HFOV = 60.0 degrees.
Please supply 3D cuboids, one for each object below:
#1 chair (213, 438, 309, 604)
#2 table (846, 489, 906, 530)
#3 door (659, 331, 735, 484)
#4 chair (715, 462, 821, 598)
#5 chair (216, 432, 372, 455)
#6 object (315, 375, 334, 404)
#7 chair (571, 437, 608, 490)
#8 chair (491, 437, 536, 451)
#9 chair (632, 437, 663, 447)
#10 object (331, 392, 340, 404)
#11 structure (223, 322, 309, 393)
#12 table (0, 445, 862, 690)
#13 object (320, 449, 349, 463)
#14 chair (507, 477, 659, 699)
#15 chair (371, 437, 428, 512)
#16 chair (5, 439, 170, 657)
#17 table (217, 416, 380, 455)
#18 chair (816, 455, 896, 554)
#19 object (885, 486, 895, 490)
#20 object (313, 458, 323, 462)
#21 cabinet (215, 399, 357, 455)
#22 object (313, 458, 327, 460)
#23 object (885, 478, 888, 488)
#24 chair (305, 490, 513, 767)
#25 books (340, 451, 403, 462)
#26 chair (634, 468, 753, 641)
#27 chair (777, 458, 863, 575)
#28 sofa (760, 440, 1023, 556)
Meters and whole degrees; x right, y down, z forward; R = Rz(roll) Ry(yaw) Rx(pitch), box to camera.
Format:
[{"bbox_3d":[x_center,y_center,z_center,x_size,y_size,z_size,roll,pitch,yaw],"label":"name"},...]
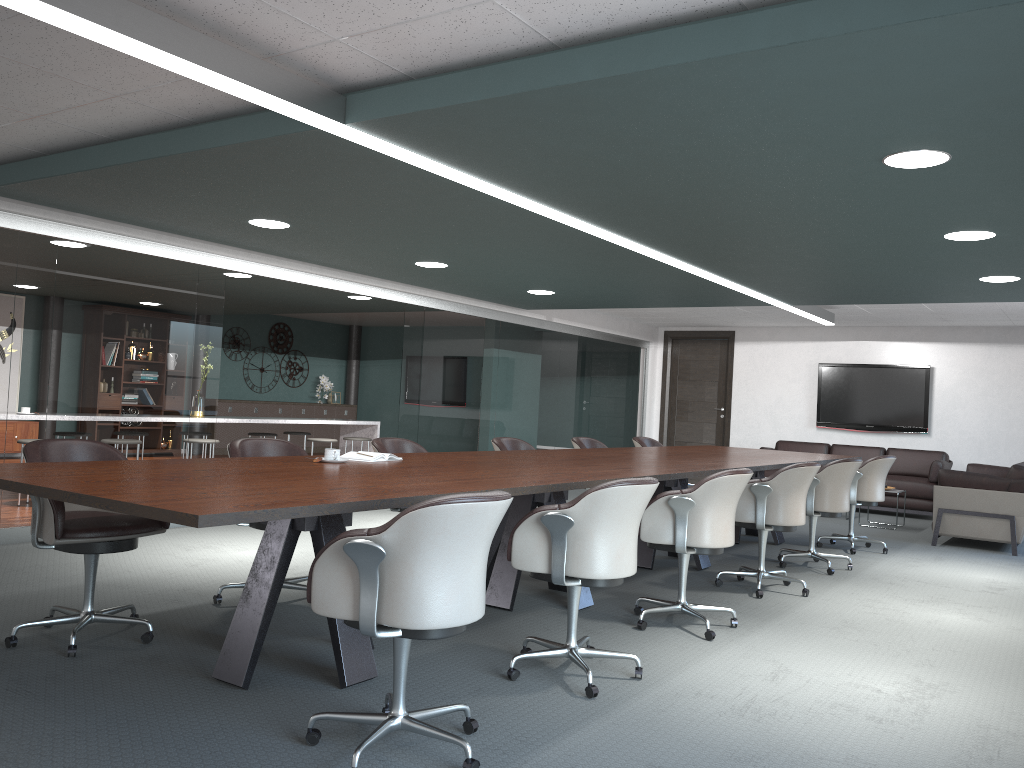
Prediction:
[{"bbox_3d":[-1.137,0.655,4.263,0.535,0.761,0.518,4,-1,-35],"label":"chair"},{"bbox_3d":[3.195,1.193,9.032,1.477,0.359,0.926,2,-1,34],"label":"table"},{"bbox_3d":[2.571,0.328,12.334,1.038,2.130,0.139,2,-1,34],"label":"door"},{"bbox_3d":[1.502,0.817,5.148,0.518,0.761,0.535,2,-2,40],"label":"chair"},{"bbox_3d":[-3.142,0.768,8.813,1.479,0.512,4.029,2,-1,34],"label":"chair"},{"bbox_3d":[-3.178,0.088,15.100,0.221,0.495,0.600,3,-1,8],"label":"object"},{"bbox_3d":[0.702,0.812,6.983,0.523,0.761,0.533,3,-1,15],"label":"chair"},{"bbox_3d":[0.097,0.760,6.098,0.518,0.761,0.535,2,-2,40],"label":"chair"},{"bbox_3d":[1.315,0.865,7.910,0.518,0.761,0.535,2,-2,40],"label":"chair"},{"bbox_3d":[-3.023,0.239,15.203,0.174,0.207,0.042,4,-2,-37],"label":"object"},{"bbox_3d":[-3.935,-0.432,14.322,0.017,1.178,1.791,2,-1,34],"label":"structure"},{"bbox_3d":[0.549,0.795,5.211,1.374,0.706,6.694,2,-1,34],"label":"table"},{"bbox_3d":[-0.783,0.312,3.862,0.146,0.056,0.146,4,-1,-32],"label":"object"},{"bbox_3d":[0.274,0.712,3.337,0.523,0.761,0.533,3,-1,15],"label":"chair"},{"bbox_3d":[-0.572,0.703,5.102,0.518,0.761,0.535,2,-2,40],"label":"chair"},{"bbox_3d":[-1.665,0.609,3.477,0.518,0.761,0.535,2,-2,40],"label":"chair"},{"bbox_3d":[-3.105,0.675,8.757,0.609,0.699,4.577,2,-1,34],"label":"table"},{"bbox_3d":[2.714,0.921,6.951,0.518,0.761,0.535,2,-2,40],"label":"chair"},{"bbox_3d":[3.584,1.014,8.640,0.281,0.028,0.281,4,-2,-44],"label":"object"},{"bbox_3d":[-0.831,0.325,3.793,0.044,0.021,0.041,3,-1,26],"label":"object"},{"bbox_3d":[-6.313,0.477,10.505,0.402,0.820,12.287,2,-1,34],"label":"cabinet"},{"bbox_3d":[-0.822,0.327,3.821,0.155,0.012,0.034,3,-1,11],"label":"object"},{"bbox_3d":[3.616,0.972,8.643,0.082,0.107,0.082,3,-1,20],"label":"object"},{"bbox_3d":[-0.275,0.664,2.505,0.518,0.761,0.535,2,-2,40],"label":"chair"},{"bbox_3d":[-0.658,0.336,4.133,0.180,0.032,0.285,3,-1,24],"label":"books"},{"bbox_3d":[0.853,0.762,4.201,0.523,0.761,0.533,3,-1,10],"label":"chair"},{"bbox_3d":[2.090,0.867,6.036,0.523,0.761,0.533,3,-1,19],"label":"chair"},{"bbox_3d":[4.158,1.064,9.163,1.976,0.728,4.057,3,-1,-13],"label":"sofa"}]
